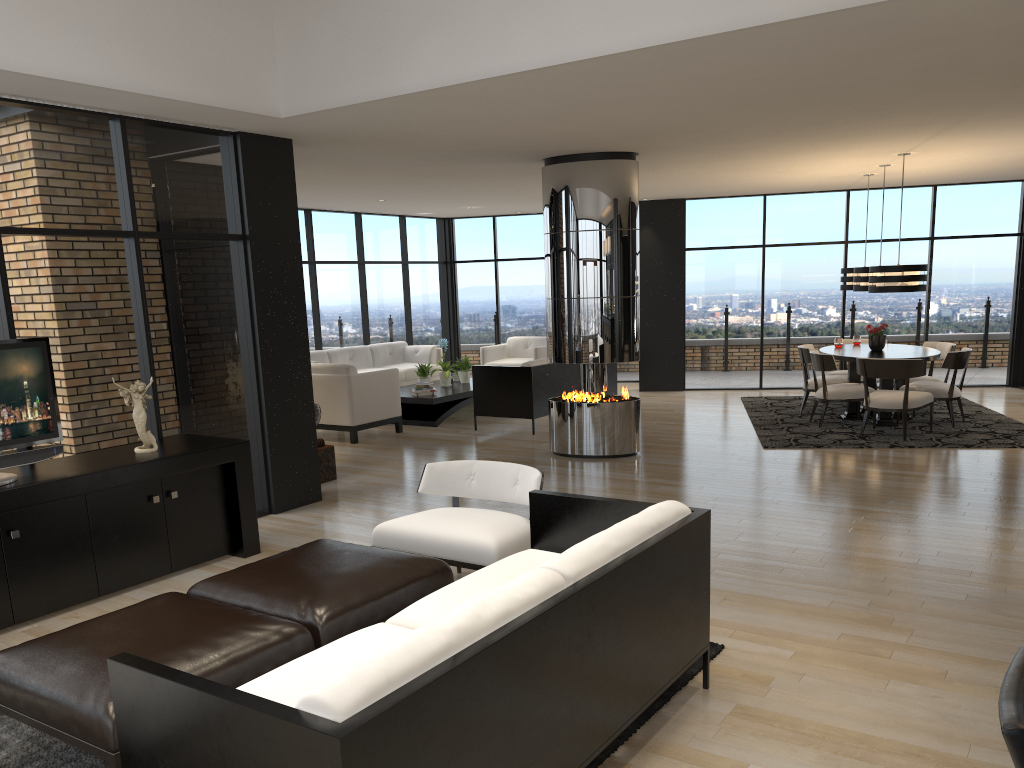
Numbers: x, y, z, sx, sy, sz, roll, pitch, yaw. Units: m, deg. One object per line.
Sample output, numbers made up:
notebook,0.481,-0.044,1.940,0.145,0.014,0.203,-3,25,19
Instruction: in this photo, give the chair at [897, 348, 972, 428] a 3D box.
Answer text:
chair,4.496,0.034,9.349,0.613,0.820,0.635,6,12,39

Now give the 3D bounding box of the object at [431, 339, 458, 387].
object,-0.866,-0.284,11.570,0.353,0.642,0.367,-10,13,-36

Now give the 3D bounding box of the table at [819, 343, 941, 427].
table,4.072,0.008,9.880,1.209,0.781,2.074,0,7,13

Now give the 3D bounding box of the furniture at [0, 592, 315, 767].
furniture,-1.289,1.110,3.181,0.825,0.491,0.817,3,9,33

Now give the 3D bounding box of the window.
window,-0.207,-1.502,6.451,10.118,4.863,15.661,1,7,20

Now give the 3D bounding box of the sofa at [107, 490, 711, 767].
sofa,-0.123,0.934,2.903,0.835,0.816,2.007,4,9,34

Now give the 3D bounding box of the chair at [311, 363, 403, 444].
chair,-1.909,0.163,10.109,0.998,0.870,0.844,4,11,33

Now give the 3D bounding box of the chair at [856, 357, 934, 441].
chair,3.771,0.130,8.741,0.639,0.820,0.609,6,13,39

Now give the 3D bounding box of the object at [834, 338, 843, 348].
object,3.828,-0.483,10.352,0.095,0.108,0.094,2,10,22

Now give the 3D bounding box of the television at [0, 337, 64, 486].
television,-2.747,0.155,4.409,0.926,0.723,0.405,-8,12,-37

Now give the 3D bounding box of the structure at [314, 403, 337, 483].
structure,-2.022,0.070,7.654,0.728,1.621,0.510,5,13,33

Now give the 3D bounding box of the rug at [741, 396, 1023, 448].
rug,4.111,0.379,10.014,2.717,0.011,3.665,-1,7,11

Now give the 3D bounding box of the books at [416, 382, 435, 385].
books,-1.060,-0.008,10.782,0.184,0.027,0.152,1,7,25

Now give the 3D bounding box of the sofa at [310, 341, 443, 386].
sofa,-2.094,-0.084,12.372,0.852,0.869,2.662,4,9,34

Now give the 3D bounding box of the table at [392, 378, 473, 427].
table,-0.894,0.213,11.612,1.260,0.357,2.007,2,8,34

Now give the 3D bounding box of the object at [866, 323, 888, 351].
object,4.038,-0.523,9.782,0.228,0.303,0.233,0,10,13

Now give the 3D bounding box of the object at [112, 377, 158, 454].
object,-2.176,0.177,5.184,0.105,0.467,0.253,6,13,34

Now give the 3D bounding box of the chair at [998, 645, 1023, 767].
chair,1.052,0.976,1.431,0.517,0.980,0.469,5,13,33

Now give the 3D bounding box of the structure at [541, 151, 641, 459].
structure,0.755,-0.694,8.295,0.891,2.789,0.577,2,12,21

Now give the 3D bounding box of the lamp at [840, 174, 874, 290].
lamp,4.195,-1.793,10.448,0.536,1.351,0.526,0,11,10

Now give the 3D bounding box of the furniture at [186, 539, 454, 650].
furniture,-0.820,1.014,3.873,0.825,0.491,0.817,3,9,33

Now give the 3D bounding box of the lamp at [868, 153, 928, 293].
lamp,3.841,-1.586,8.726,0.536,1.351,0.526,0,11,10

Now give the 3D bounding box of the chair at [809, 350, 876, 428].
chair,3.520,0.054,9.499,0.616,0.820,0.632,-1,10,4

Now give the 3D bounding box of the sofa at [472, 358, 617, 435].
sofa,0.439,0.035,10.704,0.835,0.816,2.007,4,9,34

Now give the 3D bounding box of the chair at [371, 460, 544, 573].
chair,-0.223,0.802,4.696,0.802,0.686,0.676,4,11,33

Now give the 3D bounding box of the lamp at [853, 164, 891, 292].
lamp,4.018,-1.689,9.587,0.536,1.351,0.526,0,11,10

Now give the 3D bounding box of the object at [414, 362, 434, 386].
object,-1.122,-0.105,11.269,0.284,0.376,0.211,-3,10,-3

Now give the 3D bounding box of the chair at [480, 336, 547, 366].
chair,0.165,-0.257,13.156,0.998,0.870,0.844,4,11,33

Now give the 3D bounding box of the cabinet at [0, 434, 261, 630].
cabinet,-2.723,0.879,4.535,0.619,0.752,3.003,4,9,34

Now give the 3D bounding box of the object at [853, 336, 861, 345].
object,4.154,-0.527,10.631,0.095,0.108,0.094,-6,10,-22

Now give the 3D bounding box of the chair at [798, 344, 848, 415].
chair,3.656,-0.045,10.334,0.615,0.820,0.633,2,10,21

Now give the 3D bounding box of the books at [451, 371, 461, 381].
books,-0.728,-0.119,12.340,0.223,0.128,0.303,-2,7,1

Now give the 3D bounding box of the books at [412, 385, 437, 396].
books,-1.074,0.069,10.797,0.307,0.128,0.221,-4,8,-17

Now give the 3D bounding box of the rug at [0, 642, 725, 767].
rug,-0.931,1.308,3.435,2.473,0.012,2.997,2,8,35

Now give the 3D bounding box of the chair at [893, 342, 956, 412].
chair,4.689,-0.058,10.107,0.616,0.820,0.632,-3,10,-3

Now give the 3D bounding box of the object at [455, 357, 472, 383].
object,-0.645,-0.199,11.948,0.284,0.376,0.211,0,11,12

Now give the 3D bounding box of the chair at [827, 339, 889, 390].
chair,4.259,-0.131,10.898,0.641,0.820,0.608,4,11,32
